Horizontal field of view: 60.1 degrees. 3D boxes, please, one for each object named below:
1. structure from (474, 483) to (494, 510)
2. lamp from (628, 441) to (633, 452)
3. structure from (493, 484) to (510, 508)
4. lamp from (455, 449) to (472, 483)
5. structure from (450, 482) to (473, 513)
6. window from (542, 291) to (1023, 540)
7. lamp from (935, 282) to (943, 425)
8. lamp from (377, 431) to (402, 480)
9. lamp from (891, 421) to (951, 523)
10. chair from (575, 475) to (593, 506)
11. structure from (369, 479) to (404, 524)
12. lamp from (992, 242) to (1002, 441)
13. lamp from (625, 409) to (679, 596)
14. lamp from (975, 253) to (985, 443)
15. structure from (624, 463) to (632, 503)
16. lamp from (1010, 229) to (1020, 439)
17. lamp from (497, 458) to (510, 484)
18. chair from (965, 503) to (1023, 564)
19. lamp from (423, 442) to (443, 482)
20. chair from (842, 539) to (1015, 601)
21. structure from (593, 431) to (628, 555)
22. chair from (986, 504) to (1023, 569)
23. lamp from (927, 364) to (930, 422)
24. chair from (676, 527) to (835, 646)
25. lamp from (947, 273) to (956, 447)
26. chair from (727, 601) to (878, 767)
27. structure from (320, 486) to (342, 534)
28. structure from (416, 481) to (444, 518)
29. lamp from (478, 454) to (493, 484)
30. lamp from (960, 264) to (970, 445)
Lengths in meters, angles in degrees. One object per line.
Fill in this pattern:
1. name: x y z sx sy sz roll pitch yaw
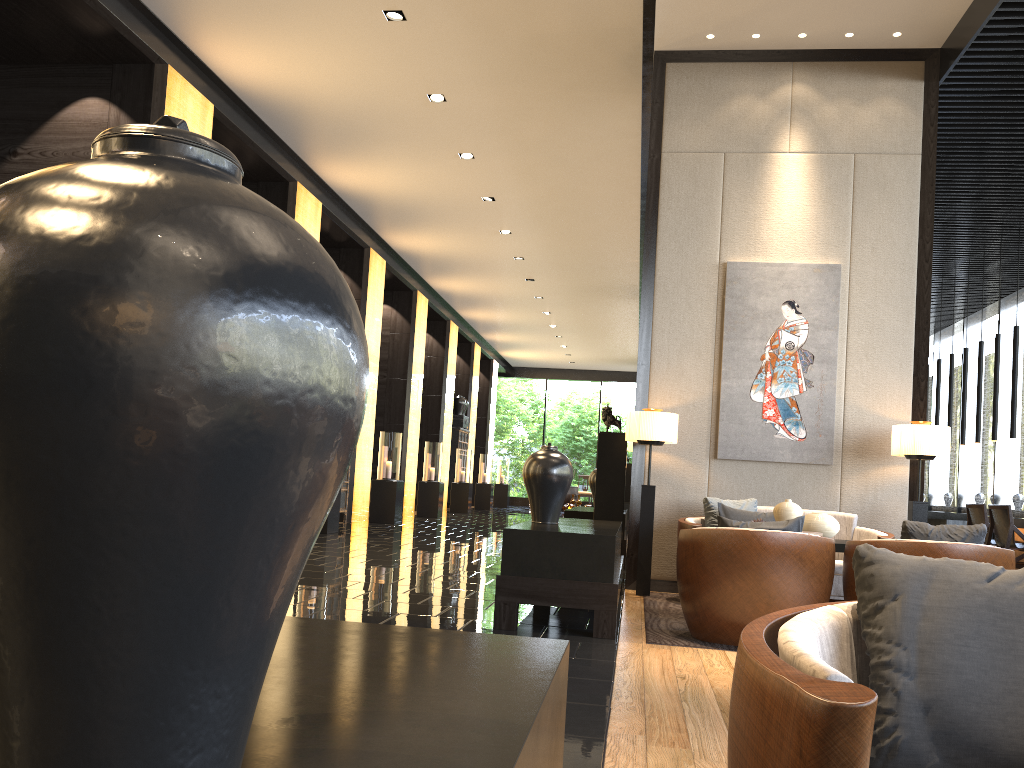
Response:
1. structure: -0.702 2.836 22.322 0.402 0.656 0.404 3 -4 8
2. lamp: 1.239 1.084 8.226 0.376 1.315 0.375 6 -4 -38
3. structure: -0.293 3.180 25.225 0.402 0.656 0.404 3 -4 8
4. lamp: -1.069 1.797 19.460 0.336 0.727 0.338 3 -4 10
5. structure: -1.111 2.493 19.419 0.402 0.656 0.404 3 -4 8
6. window: 1.352 0.048 12.036 12.047 4.212 32.033 3 -6 8
7. lamp: 6.015 -0.294 12.461 0.060 2.413 0.060 3 -3 3
8. lamp: -1.887 1.109 13.654 0.336 0.727 0.338 3 -4 10
9. lamp: 2.829 0.940 6.174 0.374 1.346 0.376 1 -4 38
10. chair: 2.189 3.288 26.686 0.520 1.073 0.538 3 -4 8
11. structure: -1.929 1.805 13.613 0.402 0.656 0.404 3 -4 8
12. lamp: 5.730 -0.533 10.440 0.060 2.413 0.060 3 -3 3
13. lamp: 0.988 0.858 6.439 0.376 1.343 0.375 5 -4 -31
14. lamp: 5.801 -0.473 10.947 0.060 2.413 0.060 3 -3 3
15. structure: 2.058 2.062 16.218 0.240 1.214 0.241 3 -3 8
16. lamp: 5.658 -0.593 9.932 0.060 2.413 0.060 3 -3 3
17. lamp: -0.251 2.484 25.266 0.337 0.727 0.338 4 -4 -4
18. chair: 4.724 1.592 8.651 0.563 0.824 0.528 3 -4 8
19. lamp: -1.478 1.453 16.557 0.336 0.727 0.338 3 -4 10
20. chair: 2.099 1.080 4.441 0.803 0.602 0.609 3 -5 8
21. structure: 0.810 1.013 7.361 0.240 1.214 0.241 3 -3 8
22. chair: 4.644 1.525 8.083 0.563 0.824 0.528 3 -4 8
23. lamp: 6.086 -0.234 12.968 0.060 2.413 0.060 5 -3 -27
24. chair: 1.253 1.041 4.563 0.803 0.602 0.609 3 -5 8
25. lamp: 5.943 -0.354 11.953 0.060 2.413 0.060 3 -3 3
26. chair: 0.697 0.641 1.226 0.803 0.602 0.609 3 -5 8
27. structure: -2.338 1.461 10.710 0.402 0.656 0.404 3 -4 8
28. structure: -1.520 2.149 16.516 0.402 0.656 0.404 3 -4 8
29. lamp: -0.660 2.141 22.363 0.336 0.727 0.338 3 -4 10
30. lamp: 5.872 -0.414 11.449 0.060 2.413 0.060 3 -3 3
